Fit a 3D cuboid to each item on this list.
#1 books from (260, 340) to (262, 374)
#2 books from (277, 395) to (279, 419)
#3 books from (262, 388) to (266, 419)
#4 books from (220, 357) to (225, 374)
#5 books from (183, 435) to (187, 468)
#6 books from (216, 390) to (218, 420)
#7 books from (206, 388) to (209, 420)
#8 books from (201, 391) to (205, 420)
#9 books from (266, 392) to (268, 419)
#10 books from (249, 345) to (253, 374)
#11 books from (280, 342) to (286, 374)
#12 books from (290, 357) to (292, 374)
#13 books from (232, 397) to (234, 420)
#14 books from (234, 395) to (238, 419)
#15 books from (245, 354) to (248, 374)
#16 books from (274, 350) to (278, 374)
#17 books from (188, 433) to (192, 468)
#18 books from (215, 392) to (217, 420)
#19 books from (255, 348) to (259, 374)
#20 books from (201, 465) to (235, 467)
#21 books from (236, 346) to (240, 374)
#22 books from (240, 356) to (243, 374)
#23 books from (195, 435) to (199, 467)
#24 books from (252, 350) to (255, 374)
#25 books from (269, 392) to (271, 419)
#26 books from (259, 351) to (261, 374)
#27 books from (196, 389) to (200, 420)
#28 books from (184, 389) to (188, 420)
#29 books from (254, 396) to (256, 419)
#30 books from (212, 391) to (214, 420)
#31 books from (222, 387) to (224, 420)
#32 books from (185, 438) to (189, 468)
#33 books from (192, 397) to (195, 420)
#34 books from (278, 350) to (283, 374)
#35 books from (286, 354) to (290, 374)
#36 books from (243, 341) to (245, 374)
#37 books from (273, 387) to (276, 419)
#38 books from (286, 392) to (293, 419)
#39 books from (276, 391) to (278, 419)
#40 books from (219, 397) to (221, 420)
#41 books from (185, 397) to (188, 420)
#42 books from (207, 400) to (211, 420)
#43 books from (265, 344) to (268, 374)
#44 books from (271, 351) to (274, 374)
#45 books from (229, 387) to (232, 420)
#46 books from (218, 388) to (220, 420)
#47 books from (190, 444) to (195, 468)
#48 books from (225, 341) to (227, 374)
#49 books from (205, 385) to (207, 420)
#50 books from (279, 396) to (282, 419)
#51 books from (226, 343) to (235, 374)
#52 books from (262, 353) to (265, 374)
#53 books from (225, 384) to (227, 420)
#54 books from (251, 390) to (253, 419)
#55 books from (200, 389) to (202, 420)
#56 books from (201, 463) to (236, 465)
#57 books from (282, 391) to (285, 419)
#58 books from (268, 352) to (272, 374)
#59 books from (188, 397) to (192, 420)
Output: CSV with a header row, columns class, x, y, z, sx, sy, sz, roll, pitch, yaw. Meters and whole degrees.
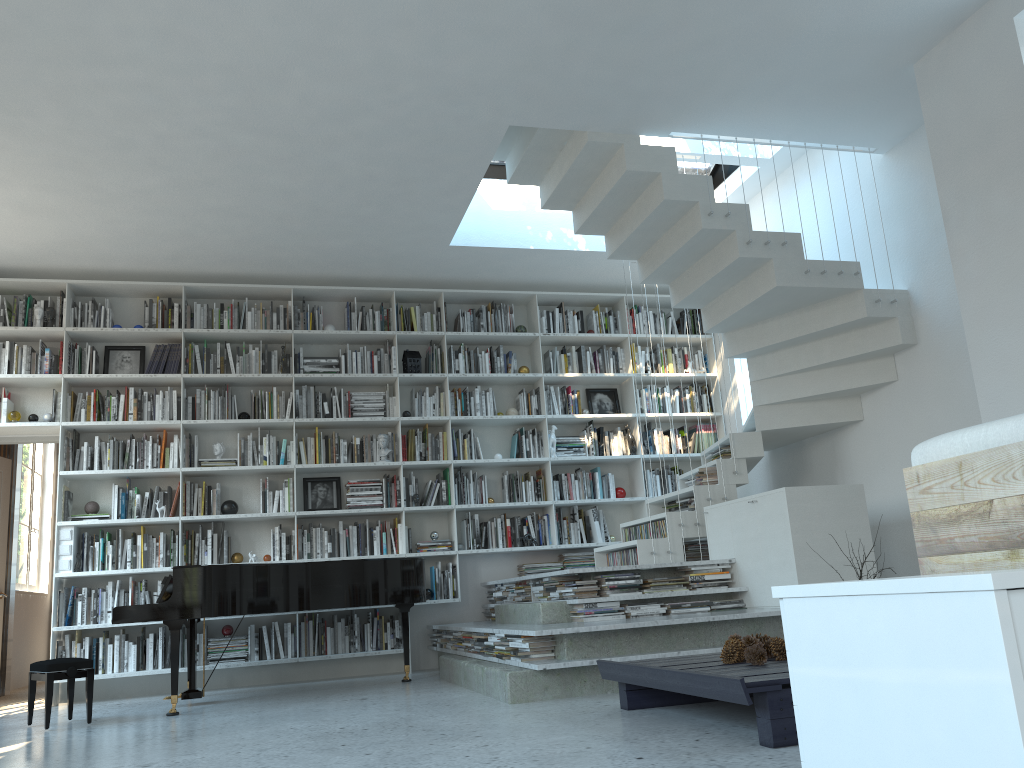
class,x,y,z,sx,sy,sz,roll,pitch,yaw
books,-2.051,-0.183,7.252,0.011,0.312,0.184,0,-14,-16
books,-1.901,0.216,7.210,0.011,0.229,0.166,0,-14,-16
books,-2.013,0.189,7.192,0.033,0.287,0.155,0,-14,-16
books,-2.339,-0.113,7.171,0.034,0.180,0.160,0,-14,-16
books,-2.560,0.551,6.946,0.012,0.284,0.160,0,-14,-16
books,-2.347,0.199,7.070,0.009,0.260,0.181,0,-14,-16
books,-2.424,0.188,7.049,0.010,0.283,0.184,0,-14,-16
books,-2.451,0.200,7.047,0.024,0.261,0.178,0,-14,-16
books,-1.981,0.202,7.162,0.013,0.243,0.189,0,-14,-16
books,-2.133,-0.165,7.245,0.026,0.285,0.138,0,-14,-16
books,-1.888,-0.178,7.299,0.058,0.301,0.175,0,-14,-16
books,-1.828,-0.118,7.335,0.019,0.193,0.098,0,-14,-16
books,-2.238,0.225,7.121,0.012,0.217,0.151,0,-14,-16
books,-2.213,0.216,7.120,0.031,0.231,0.148,0,-14,-16
books,-2.168,-0.125,7.240,0.024,0.212,0.128,0,-14,-16
books,-1.944,-0.141,7.295,0.024,0.236,0.153,0,-14,-16
books,-2.530,0.547,6.968,0.011,0.297,0.136,0,-14,-16
books,-2.361,0.205,7.082,0.011,0.255,0.152,0,-14,-16
books,-2.084,-0.154,7.250,0.028,0.260,0.136,0,-14,-16
books,-2.313,0.656,6.979,0.254,0.012,0.161,1,-14,-20
books,-2.227,-0.155,7.211,0.027,0.264,0.169,0,-14,-16
books,-2.196,-0.116,7.202,0.028,0.179,0.168,0,-14,-16
books,-2.477,0.553,6.964,0.021,0.277,0.137,0,-14,-16
books,-2.102,-0.142,7.223,0.021,0.225,0.192,0,-14,-16
books,-1.963,0.203,7.192,0.017,0.252,0.140,0,-14,-16
books,-2.063,-0.140,7.249,0.013,0.230,0.142,0,-14,-16
books,-2.488,0.193,7.042,0.026,0.279,0.151,0,-14,-16
books,-2.586,0.194,7.029,0.012,0.284,0.160,0,-14,-16
books,-2.076,0.223,7.161,0.013,0.215,0.150,0,-14,-16
books,-2.375,0.201,7.053,0.012,0.251,0.184,0,-14,-16
books,-2.308,0.185,7.089,0.011,0.291,0.177,0,-14,-16
books,-2.540,0.563,6.942,0.024,0.256,0.134,0,-14,-16
books,-2.526,0.227,7.044,0.024,0.219,0.140,0,-14,-16
books,-1.901,-0.159,7.291,0.055,0.263,0.167,0,-14,-16
books,-1.850,-0.128,7.324,0.028,0.211,0.135,0,-14,-16
books,-2.182,-0.178,7.222,0.012,0.307,0.145,0,-14,-16
books,-1.926,0.187,7.198,0.022,0.284,0.190,0,-14,-16
books,-1.813,0.205,7.204,0.064,0.236,0.209,0,-14,-16
books,-1.911,0.202,7.206,0.010,0.256,0.140,0,-14,-16
books,-2.325,0.223,7.069,0.011,0.208,0.181,0,-14,-16
books,-2.566,0.227,7.008,0.015,0.207,0.186,0,-14,-16
books,-2.406,0.239,7.060,0.029,0.186,0.149,0,-14,-16
books,-2.018,-0.166,7.282,0.022,0.290,0.147,0,-14,-16
books,-1.961,-0.138,7.273,0.022,0.222,0.161,0,-14,-16
books,-2.253,0.185,7.098,0.011,0.286,0.189,0,-14,-16
books,-2.340,0.191,7.080,0.011,0.278,0.169,0,-14,-16
books,-2.502,0.587,6.954,0.034,0.209,0.136,0,-14,-16
books,-2.323,-0.177,7.200,0.013,0.314,0.135,0,-14,-16
books,-2.440,0.177,7.070,0.011,0.316,0.155,0,-14,-16
books,-1.884,0.223,7.213,0.024,0.215,0.142,0,-14,-16
books,-2.273,-0.169,7.185,0.075,0.285,0.179,0,-14,-16
books,-2.036,-0.130,7.265,0.024,0.213,0.150,0,-14,-16
books,-2.294,0.174,7.110,0.004,0.320,0.153,0,-14,-16
books,-2.102,0.197,7.171,0.012,0.275,0.129,0,-14,-16
books,-2.469,0.193,7.043,0.012,0.275,0.157,0,-14,-16
books,-2.314,0.644,6.980,0.254,0.012,0.161,1,-15,-21
books,-1.860,0.200,7.215,0.022,0.256,0.155,0,-14,-16
books,-1.985,-0.136,7.262,0.030,0.217,0.183,0,-14,-16
books,-2.552,0.225,7.039,0.029,0.224,0.137,0,-14,-16
